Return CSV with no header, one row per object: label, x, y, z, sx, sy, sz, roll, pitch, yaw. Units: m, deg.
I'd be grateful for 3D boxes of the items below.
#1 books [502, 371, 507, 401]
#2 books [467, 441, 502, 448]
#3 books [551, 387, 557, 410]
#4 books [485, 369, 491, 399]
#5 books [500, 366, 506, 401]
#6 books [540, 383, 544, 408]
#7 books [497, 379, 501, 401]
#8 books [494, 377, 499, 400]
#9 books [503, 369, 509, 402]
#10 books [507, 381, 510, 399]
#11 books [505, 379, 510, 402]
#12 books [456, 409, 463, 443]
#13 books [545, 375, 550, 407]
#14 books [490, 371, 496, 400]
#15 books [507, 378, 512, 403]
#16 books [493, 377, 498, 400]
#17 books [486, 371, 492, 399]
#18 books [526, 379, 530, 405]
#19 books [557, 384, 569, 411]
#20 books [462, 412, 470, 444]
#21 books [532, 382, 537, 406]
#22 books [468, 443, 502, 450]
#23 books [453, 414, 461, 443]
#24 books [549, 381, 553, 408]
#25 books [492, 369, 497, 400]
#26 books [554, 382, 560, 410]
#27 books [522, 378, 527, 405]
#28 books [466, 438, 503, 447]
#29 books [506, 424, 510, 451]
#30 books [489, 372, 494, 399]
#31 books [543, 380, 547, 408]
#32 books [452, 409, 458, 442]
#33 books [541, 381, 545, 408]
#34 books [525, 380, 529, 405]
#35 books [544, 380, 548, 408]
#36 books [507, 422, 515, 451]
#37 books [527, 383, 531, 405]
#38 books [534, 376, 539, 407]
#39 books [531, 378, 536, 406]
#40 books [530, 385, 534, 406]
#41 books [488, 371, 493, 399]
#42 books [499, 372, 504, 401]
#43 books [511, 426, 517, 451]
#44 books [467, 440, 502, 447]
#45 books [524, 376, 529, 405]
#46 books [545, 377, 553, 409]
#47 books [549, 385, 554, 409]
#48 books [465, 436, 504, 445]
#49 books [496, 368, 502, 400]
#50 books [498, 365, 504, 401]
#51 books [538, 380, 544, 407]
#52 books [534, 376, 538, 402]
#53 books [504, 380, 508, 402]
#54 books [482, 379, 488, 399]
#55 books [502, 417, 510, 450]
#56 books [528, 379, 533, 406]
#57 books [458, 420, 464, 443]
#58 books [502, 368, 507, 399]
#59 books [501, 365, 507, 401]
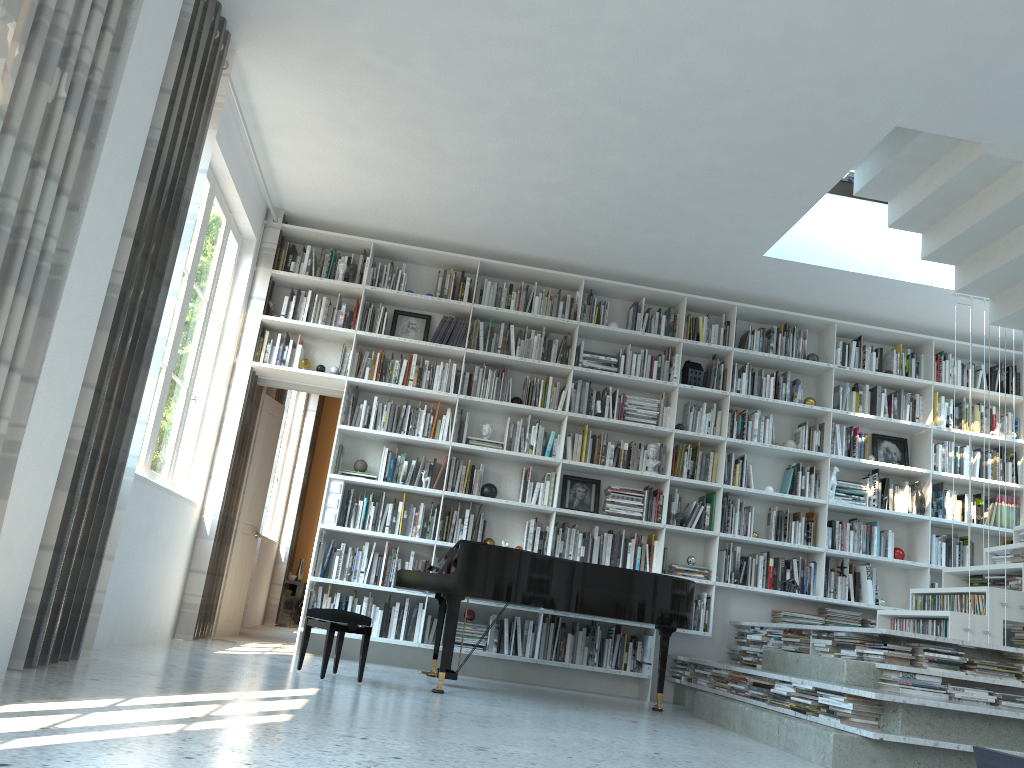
books,-0.069,0.049,6.954,0.004,0.283,0.167,9,-14,-5
books,-0.216,0.482,6.828,0.254,0.012,0.161,11,-15,-10
books,0.314,0.145,6.980,0.024,0.215,0.142,9,-14,-5
books,-0.198,0.032,6.916,0.009,0.262,0.190,9,-14,-5
books,-0.082,0.033,6.963,0.005,0.315,0.157,9,-14,-5
books,0.221,0.121,6.983,0.011,0.235,0.131,9,-14,-5
books,-0.111,0.078,6.955,0.012,0.216,0.133,9,-14,-5
books,-0.132,0.069,6.949,0.011,0.226,0.130,9,-14,-5
books,-0.059,0.044,6.937,0.011,0.286,0.189,9,-14,-5
books,-0.039,0.092,6.954,0.004,0.209,0.132,9,-14,-5
books,-0.047,0.087,6.957,0.012,0.217,0.151,9,-14,-5
books,-0.412,0.352,6.859,0.011,0.297,0.136,9,-14,-5
books,0.262,0.090,6.978,0.006,0.303,0.166,9,-14,-5
books,-0.158,0.041,6.928,0.009,0.260,0.181,9,-14,-5
books,-0.021,0.082,6.951,0.031,0.231,0.148,9,-14,-5
books,-0.141,0.069,6.922,0.011,0.208,0.181,9,-14,-5
books,-0.188,0.039,6.917,0.012,0.251,0.184,9,-14,-5
books,0.113,0.095,6.951,0.005,0.239,0.174,9,-14,-5
books,0.384,0.138,6.958,0.064,0.236,0.209,9,-14,-5
books,-0.362,0.366,6.845,0.021,0.277,0.137,9,-14,-5
books,0.165,0.113,6.943,0.006,0.215,0.181,9,-14,-5
books,-0.218,0.494,6.827,0.254,0.012,0.161,10,-15,-9
books,-0.429,0.364,6.836,0.024,0.256,0.134,9,-14,-5
books,0.290,0.119,6.979,0.010,0.256,0.140,9,-14,-5
books,-0.148,0.036,6.937,0.011,0.278,0.169,9,-14,-5
books,0.341,0.126,6.977,0.022,0.256,0.155,9,-14,-5
books,0.090,0.090,6.970,0.005,0.253,0.161,9,-14,-5
books,-0.214,0.460,6.841,0.285,0.012,0.160,9,-15,-3
books,-0.043,0.440,6.868,0.010,0.231,0.155,9,-14,-5
books,-0.170,0.046,6.942,0.011,0.255,0.152,9,-14,-5
books,0.248,0.108,6.976,0.004,0.264,0.142,9,-14,-5
books,-0.445,0.350,6.843,0.012,0.284,0.160,9,-14,-5
books,0.236,0.112,6.975,0.017,0.252,0.140,9,-14,-5
books,0.106,0.101,6.974,0.005,0.238,0.146,9,-14,-5
books,0.253,0.113,6.969,0.006,0.252,0.180,9,-14,-5
books,-0.020,0.432,6.854,0.030,0.246,0.174,9,-14,-5
books,0.118,0.112,6.965,0.013,0.215,0.150,9,-14,-5
books,0.190,0.090,6.985,0.033,0.286,0.155,9,-14,-5
books,0.157,0.095,6.979,0.009,0.266,0.150,9,-14,-5
books,0.144,0.123,6.962,0.011,0.199,0.163,9,-14,-5
books,-0.180,0.042,6.942,0.010,0.261,0.170,9,-14,-5
books,-0.091,0.054,6.943,0.010,0.261,0.158,9,-14,-5
books,0.001,0.453,6.881,0.024,0.226,0.138,9,-14,-5
books,-0.215,0.471,6.835,0.254,0.012,0.161,10,-15,-8
books,0.100,0.083,6.980,0.012,0.275,0.129,9,-14,-5
books,0.277,0.102,6.974,0.022,0.284,0.190,9,-14,-5
books,0.298,0.135,6.980,0.011,0.229,0.166,9,-14,-5
books,-0.212,0.447,6.839,0.285,0.012,0.160,10,-15,-9
books,-0.114,0.035,6.939,0.011,0.290,0.177,9,-14,-5
books,-0.095,0.027,6.957,0.004,0.320,0.153,9,-14,-5
books,0.214,0.107,6.948,0.013,0.243,0.189,9,-14,-5
books,0.172,0.091,6.971,0.005,0.274,0.157,9,-14,-5
books,-0.057,0.078,6.965,0.009,0.236,0.135,9,-14,-5
books,-0.223,0.071,6.929,0.029,0.186,0.149,9,-14,-5
books,-0.049,0.410,6.861,0.012,0.284,0.160,9,-14,-5
books,0.132,0.098,6.943,0.005,0.235,0.179,9,-14,-5
books,-0.394,0.395,6.840,0.034,0.209,0.136,9,-14,-5
books,-0.072,0.038,6.958,0.005,0.304,0.163,9,-14,-5
books,-0.075,0.026,6.962,0.005,0.330,0.162,9,-14,-5
